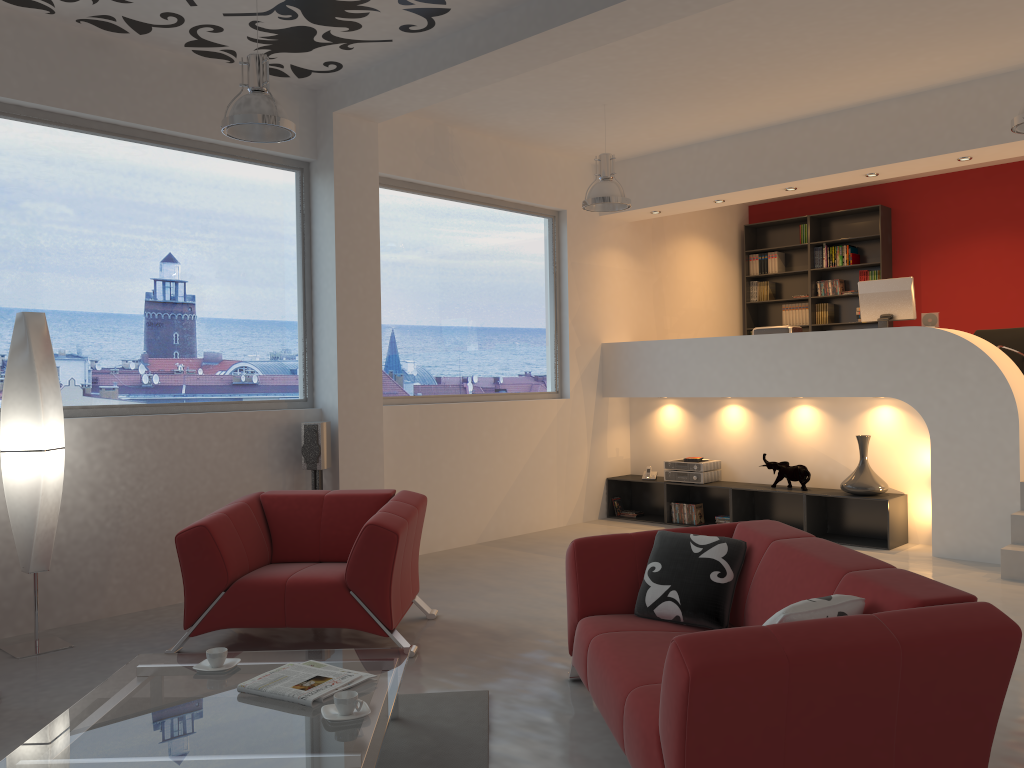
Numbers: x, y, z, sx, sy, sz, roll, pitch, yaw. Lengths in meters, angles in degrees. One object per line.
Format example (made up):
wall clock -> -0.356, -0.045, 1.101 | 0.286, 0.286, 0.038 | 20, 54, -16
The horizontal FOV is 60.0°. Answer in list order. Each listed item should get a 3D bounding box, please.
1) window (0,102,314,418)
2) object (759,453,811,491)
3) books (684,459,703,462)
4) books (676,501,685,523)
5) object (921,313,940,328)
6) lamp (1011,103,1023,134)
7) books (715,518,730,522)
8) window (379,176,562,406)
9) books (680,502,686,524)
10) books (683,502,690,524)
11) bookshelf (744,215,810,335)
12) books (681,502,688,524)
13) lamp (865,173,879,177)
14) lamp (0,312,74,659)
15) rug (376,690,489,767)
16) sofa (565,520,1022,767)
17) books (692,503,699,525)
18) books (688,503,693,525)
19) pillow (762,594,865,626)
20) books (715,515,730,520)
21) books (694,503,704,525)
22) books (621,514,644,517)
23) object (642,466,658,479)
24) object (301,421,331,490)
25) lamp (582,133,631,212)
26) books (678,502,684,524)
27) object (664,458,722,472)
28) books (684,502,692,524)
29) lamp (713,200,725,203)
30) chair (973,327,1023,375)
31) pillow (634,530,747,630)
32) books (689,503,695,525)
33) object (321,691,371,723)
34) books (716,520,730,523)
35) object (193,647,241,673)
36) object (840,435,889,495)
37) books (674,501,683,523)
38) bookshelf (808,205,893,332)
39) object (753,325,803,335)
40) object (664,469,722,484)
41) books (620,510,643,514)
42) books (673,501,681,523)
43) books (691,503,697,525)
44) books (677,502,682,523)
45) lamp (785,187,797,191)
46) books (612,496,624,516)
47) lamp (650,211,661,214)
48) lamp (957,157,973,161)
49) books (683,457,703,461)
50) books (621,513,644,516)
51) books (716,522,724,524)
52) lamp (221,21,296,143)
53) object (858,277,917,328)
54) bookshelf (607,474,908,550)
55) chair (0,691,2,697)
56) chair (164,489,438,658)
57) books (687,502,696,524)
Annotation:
window -> -2.329, -0.705, 5.656 | 0.100, 1.800, 2.400 | -1, 0, 44
object -> 2.396, 0.764, 7.759 | 0.191, 0.296, 0.507 | -1, 0, -31
books -> 1.706, 0.719, 8.344 | 0.135, 0.015, 0.190 | -1, 0, 24
books -> 1.601, 1.214, 8.391 | 0.031, 0.190, 0.135 | -1, 0, 44
object -> 3.461, -0.513, 7.333 | 0.133, 0.147, 0.151 | -1, 0, 27
lamp -> 2.903, -1.800, 4.786 | 0.379, 0.800, 0.379 | -1, 0, 15
books -> 1.975, 1.235, 8.094 | 0.190, 0.015, 0.135 | -1, 0, 44
window -> -0.399, -0.742, 7.683 | 0.100, 1.800, 2.400 | -1, 0, 44
books -> 1.633, 1.213, 8.360 | 0.031, 0.190, 0.135 | -1, 0, 44
books -> 1.655, 1.213, 8.339 | 0.031, 0.190, 0.135 | -1, 0, 44
bookshelf -> 3.212, -0.817, 10.516 | 0.816, 2.213, 0.305 | -1, 0, 44
books -> 1.644, 1.213, 8.349 | 0.031, 0.190, 0.135 | -1, 0, 44
lamp -> 2.922, -1.694, 7.197 | 0.105, 0.011, 0.105 | -1, 0, 32
lamp -> -2.539, 0.512, 4.708 | 0.313, 1.779, 0.313 | -1, 0, 35
rug -> -0.930, 1.371, 3.023 | 1.700, 0.025, 1.700 | -1, 0, -1
sofa -> 0.785, 0.976, 3.166 | 0.951, 0.738, 1.929 | -1, 0, -6
books -> 1.731, 1.212, 8.267 | 0.031, 0.190, 0.135 | -1, 0, 44
books -> 1.698, 1.212, 8.298 | 0.031, 0.190, 0.135 | -1, 0, 44
pillow -> 0.840, 0.799, 2.654 | 0.402, 0.343, 0.288 | -1, 0, -39
books -> 1.973, 1.220, 8.106 | 0.190, 0.015, 0.135 | -1, 0, 39
books -> 1.742, 1.211, 8.256 | 0.031, 0.190, 0.135 | -1, 0, 44
books -> 1.199, 1.308, 8.844 | 0.190, 0.015, 0.135 | -1, 0, 44
object -> 1.339, 0.861, 8.621 | 0.130, 0.117, 0.146 | -1, 0, 19
object -> -1.358, 0.822, 6.192 | 0.214, 1.112, 0.229 | -1, 0, 9
lamp -> 0.725, -1.765, 6.862 | 0.379, 0.800, 0.379 | -1, 0, 15
books -> 1.622, 1.213, 8.370 | 0.031, 0.190, 0.135 | -1, 0, 44
object -> 1.705, 0.765, 8.390 | 0.430, 0.077, 0.349 | -1, 0, 44
books -> 1.666, 1.213, 8.329 | 0.031, 0.190, 0.135 | -1, 0, 44
lamp -> 1.908, -1.678, 8.162 | 0.105, 0.011, 0.105 | -1, 0, 32
chair -> 4.348, -0.125, 8.226 | 0.768, 0.795, 0.664 | -1, 0, -26
pillow -> 0.734, 0.799, 3.646 | 0.402, 0.343, 0.288 | -1, 0, 36
books -> 1.709, 1.212, 8.287 | 0.031, 0.190, 0.135 | -1, 0, 44
object -> -0.539, 1.042, 2.876 | 0.153, 0.069, 0.153 | -1, 0, -20
books -> 1.983, 1.250, 8.096 | 0.190, 0.015, 0.135 | -1, 0, 44
object -> -1.126, 1.051, 3.384 | 0.153, 0.069, 0.153 | -1, 0, 10
object -> 2.881, 0.664, 7.262 | 0.369, 0.481, 0.369 | -1, 0, 9
books -> 1.590, 1.214, 8.401 | 0.031, 0.190, 0.135 | -1, 0, 44
bookshelf -> 3.803, -0.826, 9.953 | 0.816, 2.213, 0.305 | -1, 0, 44
object -> 2.524, -0.425, 8.270 | 0.397, 0.217, 0.458 | -1, 0, 44
object -> 1.702, 0.863, 8.384 | 0.430, 0.100, 0.365 | -1, 0, 44
books -> 1.191, 1.278, 8.852 | 0.190, 0.015, 0.135 | -1, 0, 44
books -> 1.579, 1.214, 8.412 | 0.031, 0.190, 0.135 | -1, 0, 44
books -> 1.720, 1.212, 8.277 | 0.031, 0.190, 0.135 | -1, 0, 44
books -> 1.611, 1.213, 8.380 | 0.031, 0.190, 0.135 | -1, 0, 44
lamp -> 2.415, -1.686, 7.680 | 0.105, 0.011, 0.105 | -1, 0, 32
books -> 1.068, 1.228, 8.899 | 0.063, 0.187, 0.135 | -1, 0, 44
lamp -> 1.401, -1.670, 8.645 | 0.105, 0.011, 0.105 | -1, 0, -43
lamp -> 3.428, -1.702, 6.714 | 0.105, 0.011, 0.105 | -1, 0, 32
books -> 1.710, 0.704, 8.353 | 0.135, 0.015, 0.190 | -1, 0, 29
books -> 1.203, 1.292, 8.841 | 0.190, 0.015, 0.135 | -1, 0, 44
books -> 1.979, 1.265, 8.101 | 0.135, 0.015, 0.190 | -1, 0, -41
lamp -> -1.344, -1.725, 4.689 | 0.379, 0.800, 0.379 | -1, 0, -18
object -> 3.186, -0.661, 7.524 | 0.458, 0.452, 0.230 | -1, 0, 44
bookshelf -> 2.085, 1.115, 8.028 | 2.764, 0.397, 0.405 | -1, 0, 44
chair -> -2.754, 1.038, 3.345 | 0.951, 0.738, 1.288 | -1, 0, 4
chair -> -1.106, 1.007, 4.894 | 1.288, 0.738, 0.951 | -1, 0, 4
books -> 1.688, 1.212, 8.308 | 0.031, 0.190, 0.135 | -1, 0, 44
